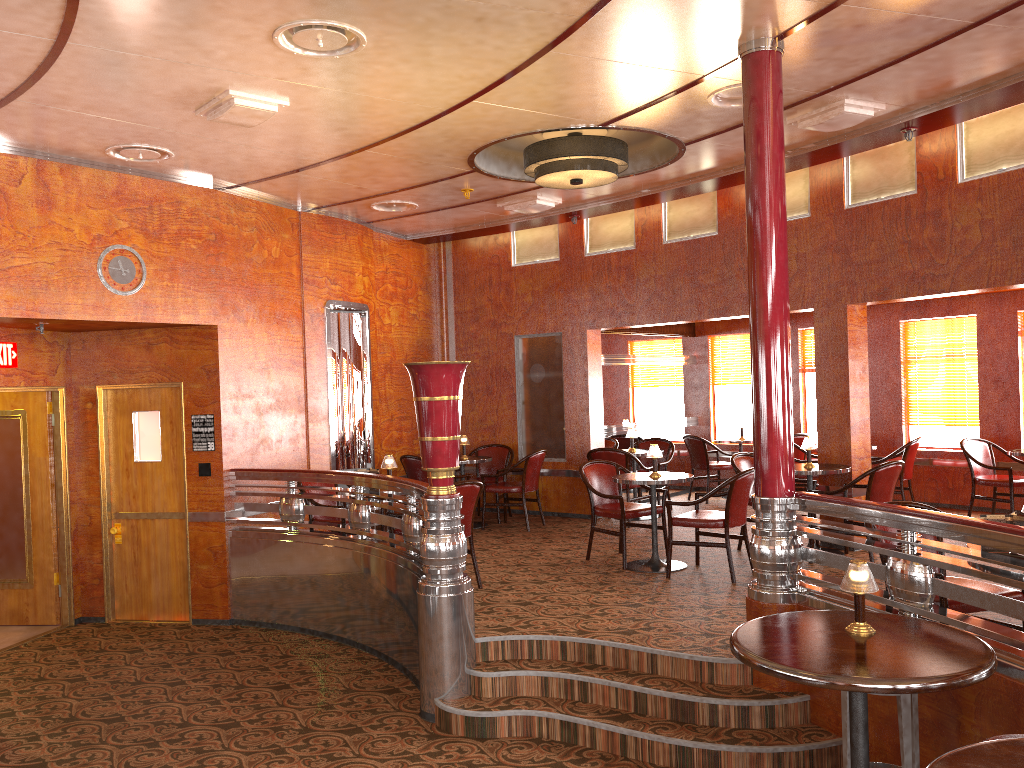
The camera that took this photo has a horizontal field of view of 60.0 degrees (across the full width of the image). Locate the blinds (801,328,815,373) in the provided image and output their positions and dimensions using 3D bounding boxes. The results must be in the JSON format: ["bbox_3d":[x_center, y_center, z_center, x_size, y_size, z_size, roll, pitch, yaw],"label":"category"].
[{"bbox_3d":[3.818,-0.408,10.541,0.057,0.539,0.803,-3,0,-43],"label":"blinds"}]

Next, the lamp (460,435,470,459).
[{"bbox_3d":[-0.509,0.667,9.437,0.130,0.250,0.130,-2,1,-31],"label":"lamp"}]

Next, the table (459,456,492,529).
[{"bbox_3d":[-0.519,1.153,9.442,0.640,0.720,0.639,-2,0,41],"label":"table"}]

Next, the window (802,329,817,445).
[{"bbox_3d":[3.866,0.031,10.576,0.040,1.421,0.820,-3,1,-43],"label":"window"}]

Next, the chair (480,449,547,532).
[{"bbox_3d":[0.061,1.084,9.218,0.615,0.817,0.587,-2,0,26],"label":"chair"}]

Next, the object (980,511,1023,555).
[{"bbox_3d":[2.051,0.612,3.609,0.195,0.156,0.169,-2,0,-19],"label":"object"}]

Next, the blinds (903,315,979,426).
[{"bbox_3d":[4.632,-0.121,9.581,0.050,1.174,0.803,-2,1,-37],"label":"blinds"}]

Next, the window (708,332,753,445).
[{"bbox_3d":[2.962,0.064,11.450,0.838,1.437,0.150,-2,1,42],"label":"window"}]

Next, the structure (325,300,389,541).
[{"bbox_3d":[-1.543,0.369,8.714,0.557,2.354,0.811,-2,1,33],"label":"structure"}]

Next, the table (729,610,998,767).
[{"bbox_3d":[1.200,1.359,3.053,0.849,0.960,0.849,-2,0,-9],"label":"table"}]

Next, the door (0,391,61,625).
[{"bbox_3d":[-4.224,1.035,7.459,0.808,1.983,0.063,-2,1,6],"label":"door"}]

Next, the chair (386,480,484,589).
[{"bbox_3d":[-0.522,1.098,6.494,0.587,0.817,0.615,-2,1,-44],"label":"chair"}]

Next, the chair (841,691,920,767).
[{"bbox_3d":[1.499,1.453,3.600,0.350,0.755,0.350,-2,1,28],"label":"chair"}]

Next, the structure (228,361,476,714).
[{"bbox_3d":[-1.168,0.916,6.275,0.623,2.024,3.169,-2,0,-38],"label":"structure"}]

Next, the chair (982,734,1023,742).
[{"bbox_3d":[1.551,1.448,2.567,0.350,0.755,0.350,-2,1,-37],"label":"chair"}]

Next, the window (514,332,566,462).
[{"bbox_3d":[0.402,0.151,10.094,0.806,1.441,0.257,-2,1,37],"label":"window"}]

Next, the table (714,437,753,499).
[{"bbox_3d":[2.834,1.041,10.952,0.639,0.720,0.639,-2,0,-8],"label":"table"}]

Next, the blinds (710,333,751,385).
[{"bbox_3d":[2.930,-0.315,11.425,0.803,0.661,0.050,-2,1,42],"label":"blinds"}]

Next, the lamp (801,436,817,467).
[{"bbox_3d":[2.458,0.560,7.338,0.130,0.250,0.130,-2,1,-22],"label":"lamp"}]

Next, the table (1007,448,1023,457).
[{"bbox_3d":[4.857,0.965,8.033,0.640,0.720,0.639,-2,0,30],"label":"table"}]

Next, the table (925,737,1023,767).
[{"bbox_3d":[1.295,1.353,1.794,0.849,0.960,0.849,-2,0,14],"label":"table"}]

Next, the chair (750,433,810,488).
[{"bbox_3d":[3.199,0.979,10.449,0.587,0.817,0.615,-2,0,-21],"label":"chair"}]

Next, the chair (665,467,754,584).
[{"bbox_3d":[1.540,1.027,6.652,0.615,0.817,0.587,-2,0,36],"label":"chair"}]

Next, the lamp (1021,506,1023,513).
[{"bbox_3d":[2.202,0.561,3.703,0.130,0.250,0.130,-2,1,-31],"label":"lamp"}]

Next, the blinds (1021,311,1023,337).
[{"bbox_3d":[5.325,-0.606,8.541,0.057,0.258,0.803,-2,0,-32],"label":"blinds"}]

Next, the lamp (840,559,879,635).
[{"bbox_3d":[1.234,0.753,3.148,0.130,0.250,0.130,-2,1,23],"label":"lamp"}]

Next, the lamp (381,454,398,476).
[{"bbox_3d":[-0.956,0.677,6.919,0.130,0.250,0.130,-2,1,41],"label":"lamp"}]

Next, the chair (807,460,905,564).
[{"bbox_3d":[2.715,0.987,6.897,0.587,0.817,0.615,-2,0,-39],"label":"chair"}]

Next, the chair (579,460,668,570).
[{"bbox_3d":[0.893,1.051,7.360,0.587,0.817,0.615,-2,0,-39],"label":"chair"}]

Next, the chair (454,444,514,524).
[{"bbox_3d":[-0.283,1.098,9.885,0.588,0.817,0.615,-2,0,21],"label":"chair"}]

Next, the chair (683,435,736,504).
[{"bbox_3d":[2.409,1.007,10.753,0.615,0.817,0.588,-2,0,-21],"label":"chair"}]

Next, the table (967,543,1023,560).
[{"bbox_3d":[2.266,1.044,3.698,0.639,0.720,0.640,-2,0,-18],"label":"table"}]

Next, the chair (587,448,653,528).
[{"bbox_3d":[1.112,1.048,9.245,0.588,0.817,0.615,-2,0,31],"label":"chair"}]

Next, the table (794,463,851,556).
[{"bbox_3d":[2.471,1.045,7.335,0.640,0.720,0.639,-2,0,41],"label":"table"}]

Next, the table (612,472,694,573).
[{"bbox_3d":[1.131,1.091,7.052,0.640,0.720,0.639,-2,0,41],"label":"table"}]

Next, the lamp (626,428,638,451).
[{"bbox_3d":[1.306,0.605,9.658,0.130,0.250,0.130,-2,1,-31],"label":"lamp"}]

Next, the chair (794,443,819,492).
[{"bbox_3d":[3.153,0.979,9.647,0.615,0.817,0.587,-2,0,36],"label":"chair"}]

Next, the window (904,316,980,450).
[{"bbox_3d":[4.672,0.001,9.609,0.040,1.421,0.820,-2,1,-37],"label":"window"}]

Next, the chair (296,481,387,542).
[{"bbox_3d":[-1.430,1.131,7.320,0.615,0.817,0.587,-2,0,31],"label":"chair"}]

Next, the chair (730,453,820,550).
[{"bbox_3d":[2.215,1.006,7.604,0.587,0.817,0.615,-2,1,-44],"label":"chair"}]

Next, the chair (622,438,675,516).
[{"bbox_3d":[1.532,1.035,10.040,0.588,0.817,0.615,-2,0,31],"label":"chair"}]

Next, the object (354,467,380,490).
[{"bbox_3d":[-1.096,0.728,6.843,0.195,0.156,0.169,-2,0,6],"label":"object"}]

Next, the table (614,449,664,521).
[{"bbox_3d":[1.338,1.090,9.645,0.640,0.720,0.639,-2,0,41],"label":"table"}]

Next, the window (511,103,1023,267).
[{"bbox_3d":[3.018,-1.701,5.024,1.956,0.480,11.948,-2,0,-21],"label":"window"}]

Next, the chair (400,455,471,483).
[{"bbox_3d":[-0.820,1.114,9.156,0.615,0.817,0.588,-2,1,-44],"label":"chair"}]

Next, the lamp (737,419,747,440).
[{"bbox_3d":[2.830,0.556,10.920,0.130,0.250,0.130,-2,0,5],"label":"lamp"}]

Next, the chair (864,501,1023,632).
[{"bbox_3d":[2.054,1.004,4.264,0.587,0.817,0.615,-2,0,-19],"label":"chair"}]

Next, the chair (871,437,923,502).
[{"bbox_3d":[3.909,0.952,9.158,0.615,0.817,0.587,-2,0,36],"label":"chair"}]

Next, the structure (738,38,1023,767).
[{"bbox_3d":[1.879,0.012,2.721,0.549,3.606,4.353,-2,0,-14],"label":"structure"}]

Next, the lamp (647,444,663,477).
[{"bbox_3d":[1.131,0.605,7.028,0.130,0.250,0.130,-2,1,-31],"label":"lamp"}]

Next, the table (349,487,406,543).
[{"bbox_3d":[-0.937,1.162,6.923,0.640,0.720,0.639,-2,0,41],"label":"table"}]

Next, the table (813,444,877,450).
[{"bbox_3d":[3.530,1.014,9.392,0.640,0.720,0.639,-2,0,23],"label":"table"}]

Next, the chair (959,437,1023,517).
[{"bbox_3d":[4.623,0.925,8.422,0.587,0.817,0.615,-2,0,-29],"label":"chair"}]
